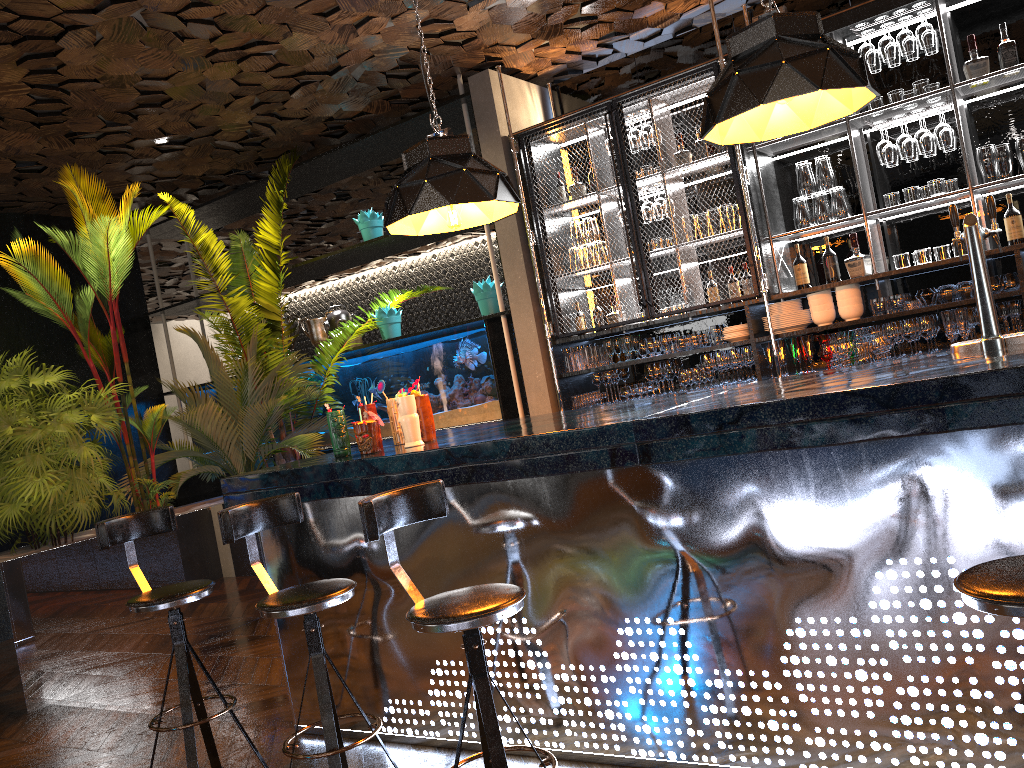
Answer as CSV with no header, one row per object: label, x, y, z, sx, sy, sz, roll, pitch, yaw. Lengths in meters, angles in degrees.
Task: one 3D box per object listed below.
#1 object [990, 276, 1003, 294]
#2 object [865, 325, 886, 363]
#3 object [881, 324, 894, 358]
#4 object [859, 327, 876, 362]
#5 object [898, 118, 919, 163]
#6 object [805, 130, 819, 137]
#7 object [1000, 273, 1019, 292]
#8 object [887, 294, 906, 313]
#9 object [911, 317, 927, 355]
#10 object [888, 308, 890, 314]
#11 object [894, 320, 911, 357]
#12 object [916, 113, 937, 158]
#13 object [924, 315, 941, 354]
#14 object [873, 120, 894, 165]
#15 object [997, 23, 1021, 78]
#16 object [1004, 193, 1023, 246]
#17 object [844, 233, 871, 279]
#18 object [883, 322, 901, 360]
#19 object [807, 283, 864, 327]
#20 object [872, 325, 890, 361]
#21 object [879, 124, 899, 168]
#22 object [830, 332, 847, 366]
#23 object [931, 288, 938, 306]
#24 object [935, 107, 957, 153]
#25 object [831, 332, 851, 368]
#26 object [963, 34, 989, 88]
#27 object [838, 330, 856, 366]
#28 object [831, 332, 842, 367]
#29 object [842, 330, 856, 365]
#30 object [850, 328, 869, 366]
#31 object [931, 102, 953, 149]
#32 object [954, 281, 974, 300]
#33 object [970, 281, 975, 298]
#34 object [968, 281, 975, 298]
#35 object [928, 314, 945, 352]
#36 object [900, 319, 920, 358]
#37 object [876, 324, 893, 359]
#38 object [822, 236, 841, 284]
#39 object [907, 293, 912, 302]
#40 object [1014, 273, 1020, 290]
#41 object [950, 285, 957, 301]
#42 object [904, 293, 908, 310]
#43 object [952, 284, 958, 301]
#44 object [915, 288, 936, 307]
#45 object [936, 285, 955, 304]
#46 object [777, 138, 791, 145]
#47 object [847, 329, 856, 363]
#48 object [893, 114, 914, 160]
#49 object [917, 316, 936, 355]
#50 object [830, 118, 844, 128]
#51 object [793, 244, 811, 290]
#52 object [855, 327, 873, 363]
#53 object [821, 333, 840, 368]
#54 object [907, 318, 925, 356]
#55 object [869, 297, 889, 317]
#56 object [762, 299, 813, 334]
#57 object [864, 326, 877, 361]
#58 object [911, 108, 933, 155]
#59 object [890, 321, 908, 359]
object,2.622,-0.537,4.834,0.095,0.096,0.095,-10,0,8
object,2.130,-0.231,5.197,0.082,0.213,0.082,-11,0,-26
object,2.285,-0.261,5.415,0.082,0.213,0.082,-10,0,25
object,2.155,-0.237,5.397,0.082,0.213,0.082,-11,0,-24
object,2.345,-1.440,5.244,0.092,0.244,0.092,-11,0,-5
object,1.816,-1.674,5.458,0.123,0.279,0.123,-10,0,22
object,2.719,-0.555,4.854,0.095,0.096,0.095,-11,0,-32
object,2.238,-0.468,5.164,0.100,0.100,0.089,-11,0,-20
object,2.426,-0.289,5.309,0.084,0.216,0.084,-10,0,33
object,2.196,-0.461,5.261,0.100,0.100,0.089,-10,0,6
object,2.354,-0.276,5.366,0.084,0.216,0.084,-11,0,-18
object,2.426,-1.455,5.189,0.092,0.244,0.092,-11,0,-5
object,2.429,-0.289,5.154,0.084,0.216,0.084,-11,0,-14
object,2.165,-1.406,5.168,0.092,0.244,0.092,-11,0,-5
object,2.714,-1.834,4.863,0.083,0.282,0.083,-10,0,19
object,2.790,-0.912,4.936,0.086,0.299,0.086,-11,0,-7
object,2.097,-0.776,5.386,0.123,0.279,0.123,-11,0,-43
object,2.205,-0.247,5.143,0.084,0.216,0.084,-10,0,22
object,1.961,-0.477,5.375,0.309,0.216,0.149,-10,0,32
object,2.186,-0.242,5.269,0.082,0.213,0.082,-10,0,15
object,2.255,-1.424,5.305,0.092,0.244,0.092,-11,0,-5
object,2.045,-0.217,5.579,0.082,0.213,0.082,-10,0,10
object,2.456,-0.509,5.211,0.109,0.100,0.109,-10,0,17
object,2.511,-1.470,5.131,0.092,0.244,0.092,-11,0,-5
object,1.971,-0.202,5.309,0.082,0.213,0.082,-11,0,-27
object,2.586,-1.808,4.952,0.123,0.279,0.123,-10,0,22
object,2.023,-0.212,5.378,0.082,0.213,0.082,-10,0,10
object,1.999,-0.208,5.503,0.082,0.213,0.082,-11,0,-6
object,2.079,-0.223,5.449,0.082,0.213,0.082,-11,0,-35
object,2.056,-0.218,5.251,0.082,0.213,0.082,-11,0,-23
object,2.421,-1.453,4.994,0.092,0.244,0.092,-11,0,-5
object,2.512,-0.518,4.921,0.093,0.099,0.093,-11,0,-37
object,2.625,-0.540,5.091,0.093,0.099,0.093,-10,0,21
object,2.565,-0.529,5.010,0.093,0.099,0.093,-10,0,5
object,2.504,-0.303,5.264,0.084,0.216,0.084,-11,0,-34
object,2.281,-0.261,5.089,0.084,0.216,0.084,-11,0,-41
object,2.235,-0.251,5.343,0.082,0.213,0.082,-10,0,22
object,1.960,-0.762,5.464,0.086,0.297,0.086,-11,0,-22
object,2.364,-0.492,5.345,0.089,0.100,0.100,-10,0,28
object,2.782,-0.567,4.940,0.095,0.096,0.095,-11,0,-15
object,2.514,-0.520,5.106,0.093,0.099,0.093,-10,0,21
object,2.305,-0.481,5.264,0.100,0.100,0.089,-11,0,-14
object,2.570,-0.530,5.194,0.093,0.099,0.093,-10,0,36
object,2.369,-0.493,5.079,0.109,0.100,0.109,-10,0,17
object,2.455,-0.508,5.016,0.093,0.099,0.093,-11,0,-40
object,1.692,-1.663,5.595,0.086,0.298,0.086,-11,0,-7
object,2.122,-0.231,5.524,0.082,0.213,0.082,-11,0,-26
object,2.255,-1.423,5.107,0.092,0.244,0.092,-11,0,-5
object,2.356,-0.274,5.039,0.084,0.216,0.084,-11,0,-14
object,1.950,-1.710,5.386,0.086,0.299,0.086,-11,0,-7
object,1.821,-0.736,5.596,0.086,0.299,0.086,-11,0,-7
object,2.106,-0.227,5.322,0.082,0.213,0.082,-10,0,13
object,1.950,-0.199,5.431,0.082,0.213,0.082,-10,0,26
object,2.356,-0.275,5.197,0.084,0.216,0.084,-10,0,26
object,2.140,-0.450,5.163,0.100,0.100,0.089,-10,0,39
object,1.729,-0.424,5.575,0.306,0.195,0.300,-10,0,35
object,2.206,-0.247,5.470,0.082,0.213,0.082,-10,0,33
object,2.336,-1.438,5.052,0.092,0.244,0.092,-11,0,-5
object,2.283,-0.262,5.251,0.084,0.216,0.084,-11,0,-44
